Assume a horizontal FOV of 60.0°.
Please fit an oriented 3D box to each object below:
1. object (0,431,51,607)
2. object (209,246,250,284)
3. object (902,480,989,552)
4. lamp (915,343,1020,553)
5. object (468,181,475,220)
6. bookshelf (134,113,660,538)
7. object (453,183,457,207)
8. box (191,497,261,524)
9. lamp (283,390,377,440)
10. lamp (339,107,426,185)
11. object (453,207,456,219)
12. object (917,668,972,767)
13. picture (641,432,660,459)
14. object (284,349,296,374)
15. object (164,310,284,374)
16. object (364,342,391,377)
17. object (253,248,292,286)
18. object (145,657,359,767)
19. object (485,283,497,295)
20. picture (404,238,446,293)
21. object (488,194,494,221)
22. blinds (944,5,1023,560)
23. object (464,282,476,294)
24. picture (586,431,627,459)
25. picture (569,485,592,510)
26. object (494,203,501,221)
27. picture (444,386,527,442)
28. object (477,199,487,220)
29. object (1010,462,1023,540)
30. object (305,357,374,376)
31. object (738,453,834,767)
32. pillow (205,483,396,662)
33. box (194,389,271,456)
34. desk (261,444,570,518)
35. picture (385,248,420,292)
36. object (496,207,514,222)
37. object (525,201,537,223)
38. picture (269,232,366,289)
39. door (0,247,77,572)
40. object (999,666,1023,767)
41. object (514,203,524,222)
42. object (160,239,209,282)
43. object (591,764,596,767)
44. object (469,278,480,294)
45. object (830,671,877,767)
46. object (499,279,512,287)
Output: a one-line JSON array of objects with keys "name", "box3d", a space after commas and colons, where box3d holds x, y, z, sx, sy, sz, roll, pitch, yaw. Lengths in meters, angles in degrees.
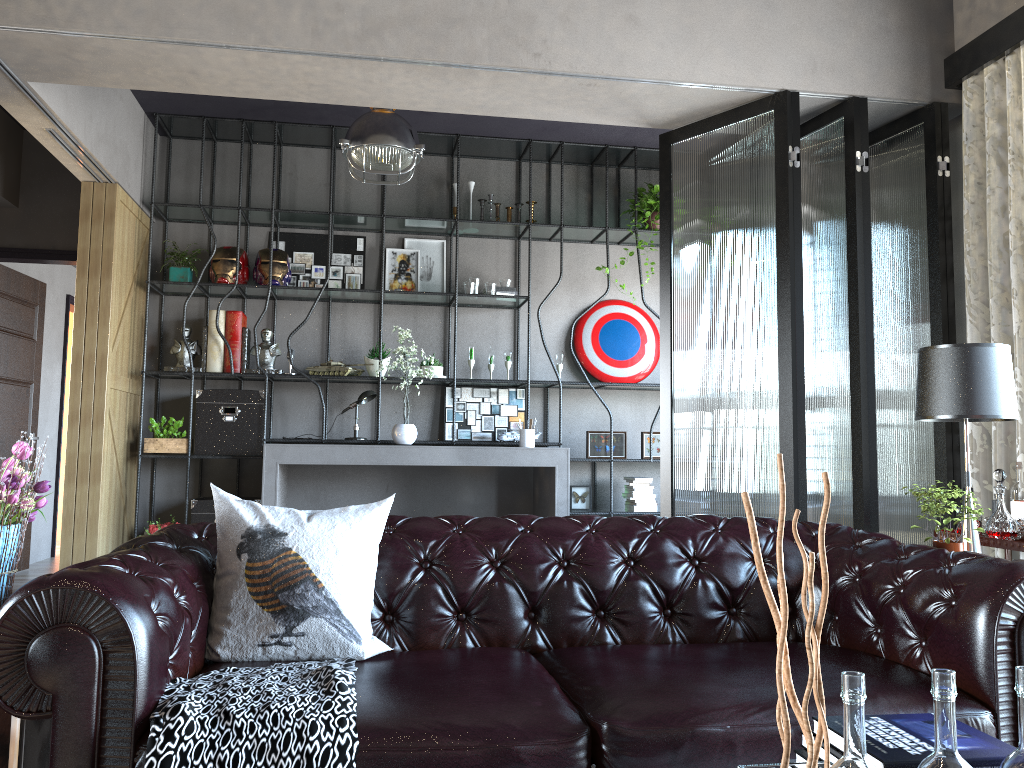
[{"name": "object", "box3d": [-1.391, 0.358, 2.296, 0.349, 0.484, 0.351, -1, -5, 21]}, {"name": "object", "box3d": [-2.116, -0.874, 6.624, 0.280, 0.328, 0.399, 1, -5, -4]}, {"name": "object", "box3d": [1.486, 0.512, 3.048, 0.270, 0.363, 0.297, -3, -6, 35]}, {"name": "lamp", "box3d": [1.617, 0.286, 3.148, 0.333, 0.833, 0.333, 1, -5, -7]}, {"name": "object", "box3d": [-0.329, -1.423, 7.103, 0.128, 0.391, 0.128, -4, -7, 40]}, {"name": "bookshelf", "box3d": [-0.448, -0.261, 6.888, 4.483, 3.287, 0.526, 1, -5, -9]}, {"name": "object", "box3d": [-0.452, -1.421, 7.155, 0.128, 0.391, 0.128, 5, -7, -41]}, {"name": "box", "box3d": [-2.071, 1.069, 6.486, 0.489, 0.481, 0.373, 2, -5, -9]}, {"name": "lamp", "box3d": [-1.364, 0.237, 6.706, 0.739, 0.371, 0.204, -1, -5, 15]}, {"name": "lamp", "box3d": [-0.833, -1.835, 5.536, 0.534, 1.150, 0.515, 4, -6, -32]}, {"name": "object", "box3d": [-0.441, -1.310, 6.889, 0.135, 0.129, 0.135, 4, -6, -36]}, {"name": "object", "box3d": [0.597, 0.541, 1.215, 0.088, 0.290, 0.084, 1, -5, -4]}, {"name": "picture", "box3d": [1.166, 0.482, 6.934, 0.313, 0.212, 0.048, 1, -5, -9]}, {"name": "object", "box3d": [-1.638, -0.164, 6.556, 0.093, 0.200, 0.093, 2, -5, -14]}, {"name": "object", "box3d": [-2.121, -0.297, 6.599, 0.833, 0.467, 0.289, 1, -5, -9]}, {"name": "object", "box3d": [-1.015, -0.196, 6.717, 0.193, 0.305, 0.136, -2, -6, 24]}, {"name": "object", "box3d": [-1.801, -0.866, 6.675, 0.280, 0.328, 0.399, 2, -5, -19]}, {"name": "object", "box3d": [-0.583, 0.903, 1.541, 0.562, 0.570, 1.697, 0, -5, 11]}, {"name": "object", "box3d": [-0.166, -0.721, 6.814, 0.092, 0.099, 0.092, -3, -6, 38]}, {"name": "picture", "box3d": [-0.698, -0.914, 7.099, 0.332, 0.515, 0.119, 2, -5, -9]}, {"name": "object", "box3d": [-0.166, -1.360, 6.942, 0.100, 0.244, 0.100, 1, -5, 0]}, {"name": "blinds", "box3d": [2.485, -0.244, 2.583, 0.200, 2.978, 3.406, 2, -5, -9]}, {"name": "object", "box3d": [-0.326, -0.725, 6.788, 0.092, 0.099, 0.092, -2, -6, 28]}, {"name": "picture", "box3d": [0.731, 0.472, 6.863, 0.313, 0.212, 0.049, 1, -5, -9]}, {"name": "picture", "box3d": [0.533, 0.885, 6.898, 0.172, 0.191, 0.036, 2, -5, -9]}, {"name": "object", "box3d": [-0.117, -1.337, 7.121, 0.080, 0.226, 0.080, 5, -7, -36]}, {"name": "picture", "box3d": [-0.210, 0.242, 7.071, 0.665, 0.448, 0.051, 1, -5, -9]}, {"name": "object", "box3d": [-0.236, -1.351, 7.003, 0.084, 0.233, 0.084, -1, -6, 18]}, {"name": "object", "box3d": [2.121, 0.485, 3.698, 0.073, 0.321, 0.073, 2, -6, -19]}, {"name": "object", "box3d": [-1.289, -0.131, 6.725, 0.577, 0.170, 0.206, -2, -5, 26]}, {"name": "object", "box3d": [0.442, 0.399, 1.352, 0.156, 0.584, 0.184, 2, -5, -9]}, {"name": "pillow", "box3d": [-0.591, 0.515, 2.485, 0.528, 0.469, 0.283, 1, -5, -6]}, {"name": "box", "box3d": [-2.062, 0.286, 6.559, 0.489, 0.481, 0.373, 2, -5, -9]}, {"name": "desk", "box3d": [-0.711, 0.905, 6.563, 2.129, 0.887, 0.844, 1, -5, -9]}, {"name": "picture", "box3d": [-0.866, -0.871, 7.024, 0.267, 0.414, 0.101, 2, -5, -9]}, {"name": "object", "box3d": [-0.022, -1.310, 6.971, 0.189, 0.152, 0.189, 0, -5, 13]}, {"name": "object", "box3d": [0.152, -1.345, 7.018, 0.130, 0.233, 0.130, 4, -6, -32]}, {"name": "picture", "box3d": [-1.536, -0.941, 6.993, 0.749, 0.504, 0.058, 1, -5, -9]}, {"name": "door", "box3d": [-3.597, 0.286, 7.200, 1.150, 2.547, 1.127, 2, -5, -9]}, {"name": "object", "box3d": [0.726, 0.545, 1.236, 0.088, 0.290, 0.084, 1, -5, -4]}, {"name": "object", "box3d": [0.055, -1.340, 7.101, 0.084, 0.233, 0.084, 4, -6, -28]}, {"name": "object", "box3d": [-2.457, -0.883, 6.583, 0.295, 0.340, 0.324, -3, -6, 37]}, {"name": "object", "box3d": [0.128, 0.626, 1.389, 0.025, 0.059, 0.025, 2, -5, -16]}, {"name": "object", "box3d": [-0.295, -0.744, 6.900, 0.087, 0.155, 0.087, 0, -5, 3]}, {"name": "object", "box3d": [0.464, 0.538, 1.193, 0.088, 0.290, 0.084, 1, -5, -4]}, {"name": "object", "box3d": [-0.053, -0.795, 7.065, 0.103, 0.068, 0.103, 2, -5, -17]}]
